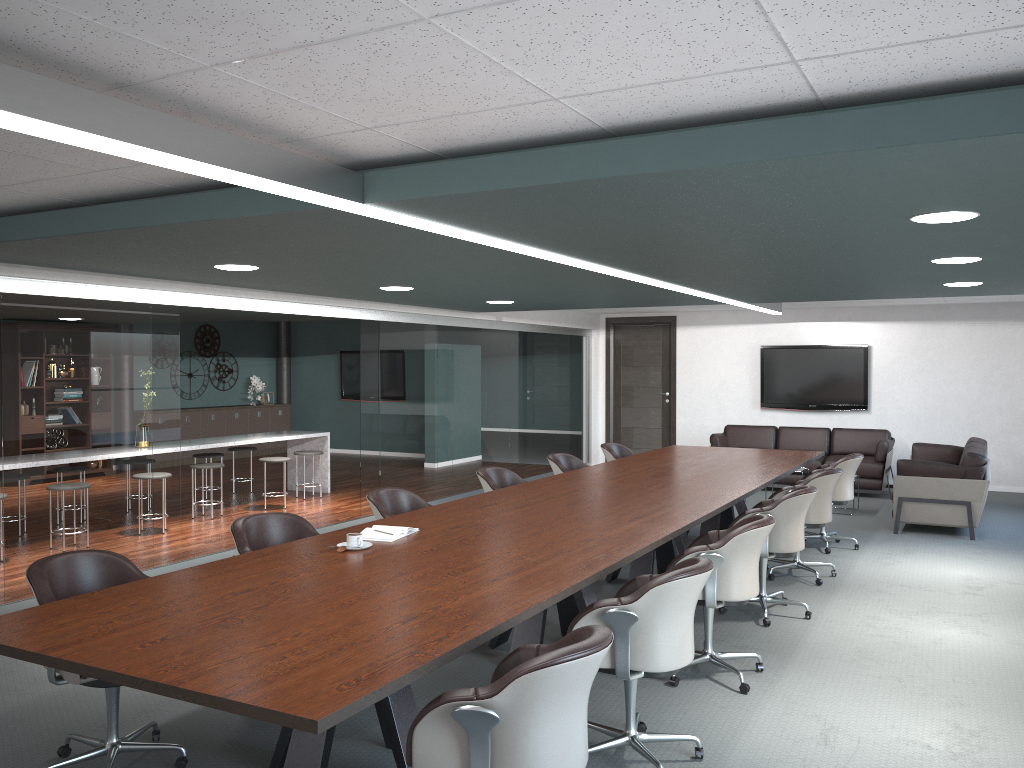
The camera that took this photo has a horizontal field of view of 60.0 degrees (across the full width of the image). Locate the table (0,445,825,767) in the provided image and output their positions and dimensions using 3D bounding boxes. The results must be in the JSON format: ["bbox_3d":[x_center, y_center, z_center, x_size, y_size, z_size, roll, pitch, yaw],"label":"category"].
[{"bbox_3d":[0.560,1.000,5.161,1.374,0.706,6.694,1,1,28],"label":"table"}]

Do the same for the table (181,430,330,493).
[{"bbox_3d":[-3.438,0.941,8.316,0.609,0.699,4.577,1,1,28],"label":"table"}]

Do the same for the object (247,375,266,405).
[{"bbox_3d":[-4.189,0.098,14.585,0.221,0.495,0.600,0,1,2],"label":"object"}]

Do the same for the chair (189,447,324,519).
[{"bbox_3d":[-3.475,1.034,8.372,1.479,0.512,4.029,1,1,28],"label":"chair"}]

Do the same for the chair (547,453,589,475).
[{"bbox_3d":[0.532,0.936,6.938,0.523,0.761,0.533,0,1,10],"label":"chair"}]

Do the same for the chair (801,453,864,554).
[{"bbox_3d":[2.540,0.932,7.112,0.518,0.761,0.535,1,1,34],"label":"chair"}]

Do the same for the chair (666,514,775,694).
[{"bbox_3d":[0.964,0.992,4.185,0.523,0.761,0.533,0,1,4],"label":"chair"}]

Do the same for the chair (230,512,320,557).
[{"bbox_3d":[-1.025,0.995,4.044,0.535,0.761,0.518,-1,2,-41],"label":"chair"}]

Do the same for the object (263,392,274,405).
[{"bbox_3d":[-4.038,0.236,14.710,0.174,0.207,0.042,-1,2,-43],"label":"object"}]

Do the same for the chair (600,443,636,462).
[{"bbox_3d":[1.049,0.916,7.923,0.518,0.761,0.535,1,1,34],"label":"chair"}]

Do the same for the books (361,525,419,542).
[{"bbox_3d":[-0.553,0.655,3.947,0.180,0.032,0.285,0,1,19],"label":"books"}]

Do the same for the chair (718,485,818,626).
[{"bbox_3d":[1.514,0.971,5.194,0.518,0.761,0.535,1,1,34],"label":"chair"}]

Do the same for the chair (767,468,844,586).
[{"bbox_3d":[2.010,0.952,6.138,0.523,0.761,0.533,0,1,14],"label":"chair"}]

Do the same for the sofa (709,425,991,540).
[{"bbox_3d":[3.756,0.903,9.461,1.976,0.728,4.057,0,1,-19],"label":"sofa"}]

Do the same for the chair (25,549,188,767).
[{"bbox_3d":[-1.472,1.012,3.208,0.518,0.761,0.535,1,1,34],"label":"chair"}]

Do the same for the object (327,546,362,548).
[{"bbox_3d":[-0.684,0.668,3.621,0.155,0.012,0.034,0,1,5],"label":"object"}]

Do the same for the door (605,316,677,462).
[{"bbox_3d":[1.818,0.128,12.421,1.038,2.130,0.139,1,1,28],"label":"door"}]

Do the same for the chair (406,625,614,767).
[{"bbox_3d":[0.011,1.028,2.383,0.518,0.761,0.535,1,1,34],"label":"chair"}]

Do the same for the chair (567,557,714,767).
[{"bbox_3d":[0.474,1.010,3.267,0.523,0.761,0.533,0,1,10],"label":"chair"}]

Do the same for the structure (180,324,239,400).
[{"bbox_3d":[-4.888,-0.346,13.712,0.017,1.178,1.791,1,1,28],"label":"structure"}]

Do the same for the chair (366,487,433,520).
[{"bbox_3d":[-0.547,0.977,4.937,0.518,0.761,0.535,1,1,34],"label":"chair"}]

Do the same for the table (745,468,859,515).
[{"bbox_3d":[2.819,1.091,9.241,1.477,0.359,0.926,1,1,28],"label":"table"}]

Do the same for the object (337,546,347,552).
[{"bbox_3d":[-0.690,0.668,3.592,0.044,0.021,0.041,0,1,20],"label":"object"}]

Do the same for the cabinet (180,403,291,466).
[{"bbox_3d":[-6.814,0.853,9.724,0.402,0.820,12.287,1,1,28],"label":"cabinet"}]

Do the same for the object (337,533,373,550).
[{"bbox_3d":[-0.650,0.649,3.665,0.146,0.056,0.146,-1,1,-37],"label":"object"}]

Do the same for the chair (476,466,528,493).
[{"bbox_3d":[0.019,0.955,5.996,0.518,0.761,0.535,1,1,34],"label":"chair"}]
